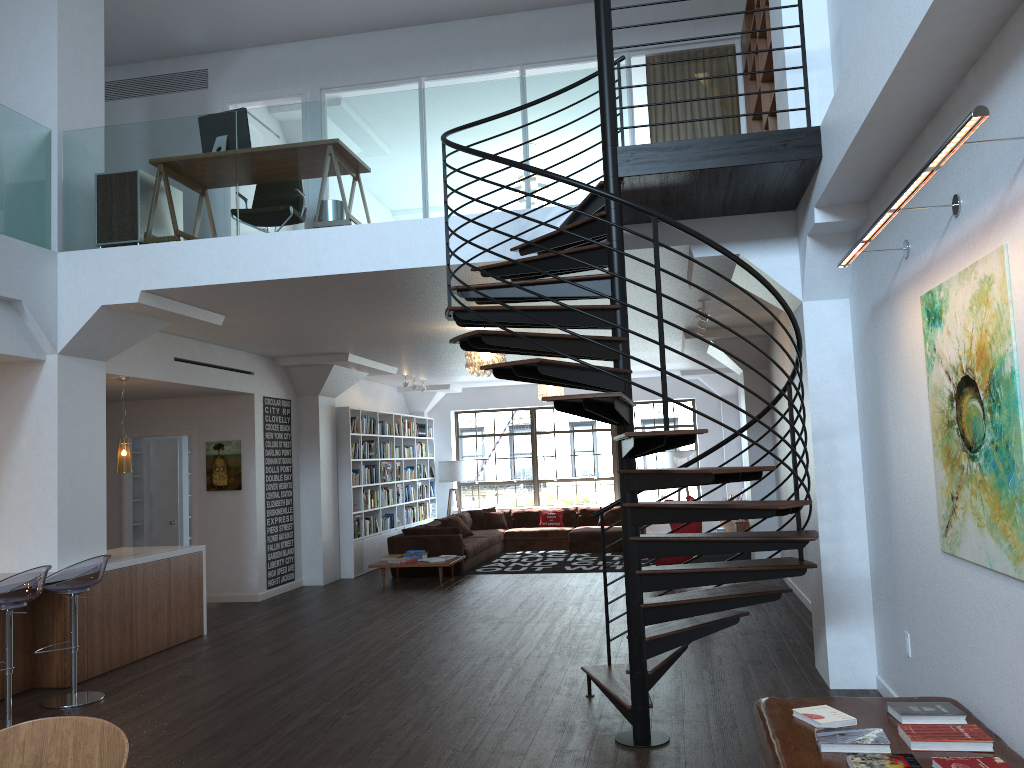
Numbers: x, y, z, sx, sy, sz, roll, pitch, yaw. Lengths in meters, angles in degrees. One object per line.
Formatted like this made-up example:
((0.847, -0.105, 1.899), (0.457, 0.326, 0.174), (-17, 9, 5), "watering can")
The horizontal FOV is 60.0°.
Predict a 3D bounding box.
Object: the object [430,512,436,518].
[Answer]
((-1.628, 2.475, 16.689), (0.331, 0.088, 0.410), (-3, -5, 10), "object")

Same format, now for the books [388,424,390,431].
((-2.069, 0.758, 14.534), (0.134, 0.184, 0.030), (-3, -5, 10), "books")

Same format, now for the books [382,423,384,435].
((-2.128, 0.722, 14.175), (0.146, 0.202, 0.027), (-3, -5, 10), "books")

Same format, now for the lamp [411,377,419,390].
((-1.623, -0.008, 14.811), (0.120, 0.211, 0.111), (0, -6, -31), "lamp")

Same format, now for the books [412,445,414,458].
((-1.828, 1.202, 15.757), (0.158, 0.226, 0.052), (-3, -5, 10), "books")

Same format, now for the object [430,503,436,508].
((-1.643, 2.301, 16.705), (0.316, 0.088, 0.410), (-3, -5, 10), "object")

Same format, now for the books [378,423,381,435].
((-2.152, 0.716, 14.035), (0.139, 0.191, 0.036), (-3, -5, 10), "books")

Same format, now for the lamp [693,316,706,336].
((2.007, -0.617, 9.429), (0.111, 0.211, 0.120), (-7, -7, 44), "lamp")

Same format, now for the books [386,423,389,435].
((-2.080, 0.745, 14.467), (0.127, 0.200, 0.020), (-3, -5, 10), "books")

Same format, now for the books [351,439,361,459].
((-2.312, 0.960, 12.997), (0.176, 0.290, 0.053), (-3, -5, 10), "books")

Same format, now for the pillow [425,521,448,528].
((-1.046, 2.193, 12.926), (0.269, 0.411, 0.559), (1, -6, -34), "pillow")

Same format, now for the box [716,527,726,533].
((3.818, 2.684, 16.055), (0.228, 0.165, 0.368), (-3, -5, 10), "box")

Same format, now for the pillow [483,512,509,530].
((-0.316, 2.427, 15.782), (0.489, 0.337, 0.238), (-1, -5, -20), "pillow")

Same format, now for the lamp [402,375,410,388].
((-1.714, -0.046, 14.315), (0.111, 0.211, 0.120), (-7, -7, 44), "lamp")

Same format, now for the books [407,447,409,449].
((-1.867, 1.206, 15.527), (0.134, 0.184, 0.030), (-3, -5, 10), "books")

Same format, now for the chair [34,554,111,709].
((-3.125, 1.736, 6.319), (0.481, 1.014, 0.530), (-4, -5, 12), "chair")

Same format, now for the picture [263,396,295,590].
((-2.971, 1.367, 11.349), (0.021, 2.380, 0.800), (-3, -5, 10), "picture")

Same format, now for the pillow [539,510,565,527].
((0.703, 2.395, 15.743), (0.465, 0.308, 0.220), (-3, -5, 6), "pillow")

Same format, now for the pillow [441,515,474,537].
((-0.896, 2.328, 14.344), (0.325, 0.391, 0.625), (-5, -5, 26), "pillow")

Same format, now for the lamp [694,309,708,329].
((1.916, -0.655, 8.933), (0.120, 0.211, 0.111), (0, -6, -31), "lamp")

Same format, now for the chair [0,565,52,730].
((-3.237, 1.689, 5.701), (0.481, 1.014, 0.530), (-3, -5, 8), "chair")

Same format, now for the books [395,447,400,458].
((-1.968, 1.157, 14.929), (0.139, 0.191, 0.036), (-3, -5, 10), "books")

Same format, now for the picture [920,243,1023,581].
((1.880, 0.138, 3.643), (0.010, 1.200, 1.095), (-3, -5, 10), "picture")

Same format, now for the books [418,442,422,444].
((-1.729, 1.211, 16.292), (0.176, 0.290, 0.036), (-3, -5, 10), "books")

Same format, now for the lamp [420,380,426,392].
((-1.530, 0.031, 15.320), (0.120, 0.211, 0.111), (-1, -5, -16), "lamp")

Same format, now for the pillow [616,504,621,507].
((1.973, 2.208, 15.572), (0.651, 0.587, 0.335), (-2, -5, -11), "pillow")

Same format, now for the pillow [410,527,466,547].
((-1.055, 2.213, 12.655), (0.750, 0.364, 0.289), (-3, -5, 9), "pillow")

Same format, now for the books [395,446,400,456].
((-1.967, 1.154, 14.962), (0.146, 0.202, 0.027), (-3, -5, 10), "books")

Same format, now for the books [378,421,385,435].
((-2.118, 0.713, 14.260), (0.140, 0.231, 0.042), (-3, -5, 10), "books")

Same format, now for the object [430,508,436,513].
((-1.632, 2.388, 16.697), (0.331, 0.088, 0.410), (-3, -5, 10), "object")

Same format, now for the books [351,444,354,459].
((-2.362, 0.980, 12.778), (0.161, 0.218, 0.101), (-3, -5, 10), "books")

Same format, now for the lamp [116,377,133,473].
((-3.676, 0.388, 8.398), (0.149, 0.900, 0.149), (1, -6, -35), "lamp")

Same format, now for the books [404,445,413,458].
((-1.834, 1.196, 15.709), (0.140, 0.231, 0.042), (-3, -5, 10), "books")

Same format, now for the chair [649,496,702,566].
((2.037, 1.941, 11.318), (0.801, 1.006, 0.798), (-6, -6, 35), "chair")

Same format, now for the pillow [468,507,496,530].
((-0.487, 2.427, 15.912), (0.580, 0.418, 0.334), (-1, -5, -17), "pillow")

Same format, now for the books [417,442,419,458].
((-1.775, 1.191, 16.024), (0.176, 0.290, 0.053), (-3, -5, 10), "books")

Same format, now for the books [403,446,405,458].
((-1.913, 1.173, 15.215), (0.146, 0.202, 0.027), (-3, -5, 10), "books")

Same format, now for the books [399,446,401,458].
((-1.954, 1.156, 14.987), (0.146, 0.202, 0.027), (-3, -5, 10), "books")

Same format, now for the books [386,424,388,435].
((-2.089, 0.744, 14.393), (0.139, 0.191, 0.036), (-3, -5, 10), "books")

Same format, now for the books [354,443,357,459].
((-2.345, 0.975, 12.838), (0.172, 0.235, 0.112), (-3, -5, 10), "books")

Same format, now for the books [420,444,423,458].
((-1.725, 1.227, 16.255), (0.183, 0.253, 0.034), (-3, -5, 10), "books")

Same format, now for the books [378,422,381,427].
((-2.152, 0.714, 14.069), (0.146, 0.202, 0.027), (-3, -5, 10), "books")

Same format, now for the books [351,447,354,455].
((-2.370, 0.991, 12.699), (0.161, 0.182, 0.170), (-3, -5, 10), "books")

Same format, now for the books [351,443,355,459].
((-2.353, 0.975, 12.807), (0.152, 0.232, 0.104), (-3, -5, 10), "books")

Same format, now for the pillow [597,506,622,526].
((1.744, 2.290, 15.439), (0.542, 0.362, 0.248), (-5, -6, 31), "pillow")

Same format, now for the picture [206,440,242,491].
((-3.516, 0.998, 10.814), (0.450, 0.600, 0.030), (-3, -5, 10), "picture")

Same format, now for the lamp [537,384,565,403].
((0.626, 0.026, 14.322), (0.442, 0.539, 0.441), (1, -6, -37), "lamp")

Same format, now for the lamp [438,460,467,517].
((-1.110, 2.260, 16.929), (0.545, 1.579, 0.545), (-2, -5, -1), "lamp")

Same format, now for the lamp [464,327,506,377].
((-0.278, -0.353, 9.357), (0.442, 0.539, 0.441), (1, -6, -37), "lamp")

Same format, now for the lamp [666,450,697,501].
((3.111, 2.006, 16.074), (0.545, 1.579, 0.545), (-4, -5, 21), "lamp")

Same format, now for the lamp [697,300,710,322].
((1.822, -0.694, 8.424), (0.120, 0.211, 0.111), (-1, -5, -16), "lamp")

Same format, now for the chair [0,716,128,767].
((-1.395, 1.430, 2.455), (0.629, 0.833, 0.618), (-3, -5, 5), "chair")
